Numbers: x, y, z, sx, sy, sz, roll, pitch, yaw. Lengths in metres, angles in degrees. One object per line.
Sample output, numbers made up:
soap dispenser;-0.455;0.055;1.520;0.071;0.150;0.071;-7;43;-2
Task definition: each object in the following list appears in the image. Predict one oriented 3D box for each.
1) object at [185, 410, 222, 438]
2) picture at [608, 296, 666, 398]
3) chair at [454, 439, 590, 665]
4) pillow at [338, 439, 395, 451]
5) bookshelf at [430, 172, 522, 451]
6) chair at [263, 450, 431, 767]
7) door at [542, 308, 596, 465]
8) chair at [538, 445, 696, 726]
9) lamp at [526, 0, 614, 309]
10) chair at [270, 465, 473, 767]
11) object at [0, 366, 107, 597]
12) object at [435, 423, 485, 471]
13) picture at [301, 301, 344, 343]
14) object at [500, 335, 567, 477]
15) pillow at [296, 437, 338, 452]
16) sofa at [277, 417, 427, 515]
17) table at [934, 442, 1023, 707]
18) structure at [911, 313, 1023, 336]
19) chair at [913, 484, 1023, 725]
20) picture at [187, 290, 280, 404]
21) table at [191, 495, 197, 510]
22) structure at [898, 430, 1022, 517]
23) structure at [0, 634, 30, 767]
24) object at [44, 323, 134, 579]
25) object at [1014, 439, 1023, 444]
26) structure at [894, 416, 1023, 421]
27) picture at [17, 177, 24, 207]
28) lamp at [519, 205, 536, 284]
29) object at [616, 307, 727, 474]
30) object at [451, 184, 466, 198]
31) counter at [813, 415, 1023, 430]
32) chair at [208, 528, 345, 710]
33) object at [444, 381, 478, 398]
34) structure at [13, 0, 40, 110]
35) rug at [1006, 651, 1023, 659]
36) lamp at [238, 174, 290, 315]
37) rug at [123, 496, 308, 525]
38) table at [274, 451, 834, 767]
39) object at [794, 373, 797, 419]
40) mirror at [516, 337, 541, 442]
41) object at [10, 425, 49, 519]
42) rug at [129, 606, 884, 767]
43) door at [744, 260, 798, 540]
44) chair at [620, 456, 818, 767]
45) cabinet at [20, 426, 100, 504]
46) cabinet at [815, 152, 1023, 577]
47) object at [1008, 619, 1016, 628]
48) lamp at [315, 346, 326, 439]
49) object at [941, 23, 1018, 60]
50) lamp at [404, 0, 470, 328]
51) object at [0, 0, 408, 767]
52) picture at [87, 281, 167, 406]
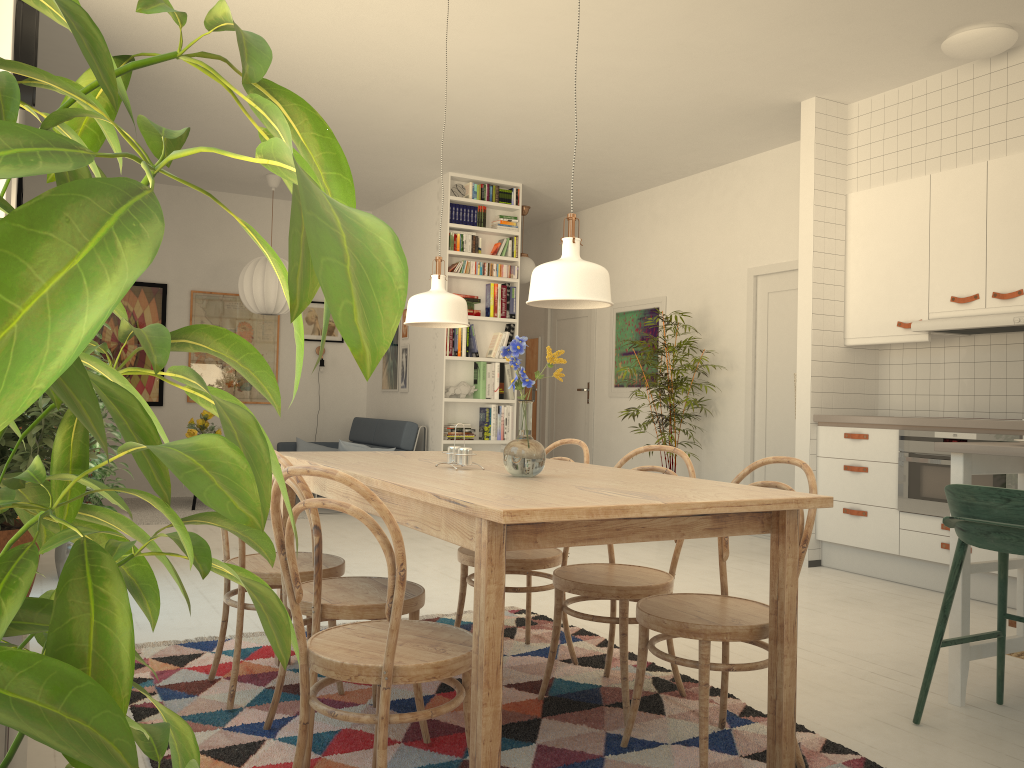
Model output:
object;-2.622;0.456;7.499;0.291;0.471;0.361;1;-1;10
picture;1.121;-0.319;8.016;0.012;0.877;0.822;2;-2;-29
chair;0.035;0.608;3.274;0.483;0.811;0.385;2;-2;-31
pillow;-1.250;0.638;7.471;0.533;0.353;0.141;2;-2;-29
bookshelf;-0.319;-0.340;7.768;0.710;2.901;0.249;2;-2;-29
chair;-0.481;0.580;2.489;0.483;0.811;0.385;2;-2;-31
door;0.614;0.143;9.044;0.166;2.033;0.955;2;-2;-29
chair;0.357;0.609;2.878;0.385;0.811;0.483;0;-2;44
lamp;0.172;-1.005;2.351;0.229;1.596;0.229;1;-2;17
chair;-0.293;0.574;1.955;0.385;0.811;0.483;0;-2;34
object;-0.984;0.163;1.693;0.383;0.561;0.395;2;-2;-30
object;-0.158;0.187;2.690;0.095;0.138;0.155;2;-2;-28
picture;-1.922;-0.626;8.924;0.481;0.402;0.015;2;-2;-29
object;0.035;0.062;2.462;0.206;0.389;0.144;1;-2;23
pillow;-1.859;0.655;8.592;0.539;0.277;0.157;2;-2;-27
sofa;-1.509;0.700;8.065;0.964;0.773;1.603;2;-1;-29
table;2.099;0.637;2.537;0.794;0.864;1.424;2;-1;-29
structure;2.608;-0.323;4.790;0.482;0.073;0.681;2;-1;-29
chair;1.554;0.679;2.645;0.446;0.752;0.485;2;-2;-29
picture;-2.662;-0.340;8.518;0.838;1.053;0.012;2;-2;-29
table;-2.536;0.852;7.506;0.761;0.386;0.761;2;-1;-13
structure;2.589;0.486;4.773;0.704;0.447;0.682;2;-1;-29
structure;-1.198;0.695;2.073;0.113;0.279;1.029;2;-1;-29
object;-2.242;0.287;4.551;0.568;1.424;0.513;1;-2;14
object;1.682;0.189;2.811;0.160;0.020;0.160;1;-1;27
structure;2.549;0.200;4.763;0.504;0.057;0.763;2;-1;-29
picture;-2.599;-0.613;4.663;0.018;0.999;0.546;2;-2;-29
lamp;0.106;-1.376;8.788;0.275;0.768;0.275;2;-2;-34
object;0.807;0.275;7.358;2.088;1.712;0.778;0;-2;42
object;-0.461;-1.659;7.637;0.131;0.131;0.131;2;-2;-33
counter;2.273;0.230;2.913;2.856;0.163;4.844;2;-1;-29
chair;-0.787;0.580;2.893;0.483;0.811;0.385;2;-2;-26
object;-0.447;0.049;7.643;0.311;0.150;0.137;2;-1;-21
structure;-1.698;-1.150;3.106;0.074;0.371;0.371;2;-2;-29
rug;2.744;1.092;2.950;0.750;0.004;2.000;2;-1;-29
lamp;-2.112;-1.222;7.785;0.536;1.229;0.536;1;-1;5
rug;-2.526;1.043;7.460;1.304;0.012;1.660;2;-1;-27
table;-0.066;0.632;2.675;0.894;0.749;1.797;2;-1;-29
object;1.990;-0.050;5.696;0.439;0.613;0.093;2;-2;-29
mirror;0.165;0.178;9.706;0.029;1.371;0.500;2;-2;-29
object;-1.271;0.234;2.232;0.417;0.425;0.487;2;-1;-22
rug;-0.022;0.999;2.440;1.748;0.035;3.025;2;-1;-29
door;2.067;0.127;6.389;0.166;2.033;0.955;2;-2;-29
chair;0.573;0.605;2.415;0.483;0.811;0.385;2;-2;-26
cabinet;-3.694;0.650;7.200;0.546;0.727;1.262;2;-1;-29
cabinet;2.284;-0.167;2.925;2.852;2.160;4.844;2;-1;-29
object;1.998;0.853;3.045;0.280;0.030;0.430;2;-1;-29
lamp;-2.032;0.284;8.780;0.360;1.416;0.112;2;-2;-29
object;2.392;-1.736;4.543;0.351;0.101;0.351;1;-1;14
lamp;-0.241;-1.001;3.104;0.229;1.596;0.229;1;-2;6
object;-0.281;0.016;0.493;0.615;0.841;0.485;0;-2;40
picture;-3.554;-0.373;8.026;0.778;1.134;0.018;2;-2;-29
